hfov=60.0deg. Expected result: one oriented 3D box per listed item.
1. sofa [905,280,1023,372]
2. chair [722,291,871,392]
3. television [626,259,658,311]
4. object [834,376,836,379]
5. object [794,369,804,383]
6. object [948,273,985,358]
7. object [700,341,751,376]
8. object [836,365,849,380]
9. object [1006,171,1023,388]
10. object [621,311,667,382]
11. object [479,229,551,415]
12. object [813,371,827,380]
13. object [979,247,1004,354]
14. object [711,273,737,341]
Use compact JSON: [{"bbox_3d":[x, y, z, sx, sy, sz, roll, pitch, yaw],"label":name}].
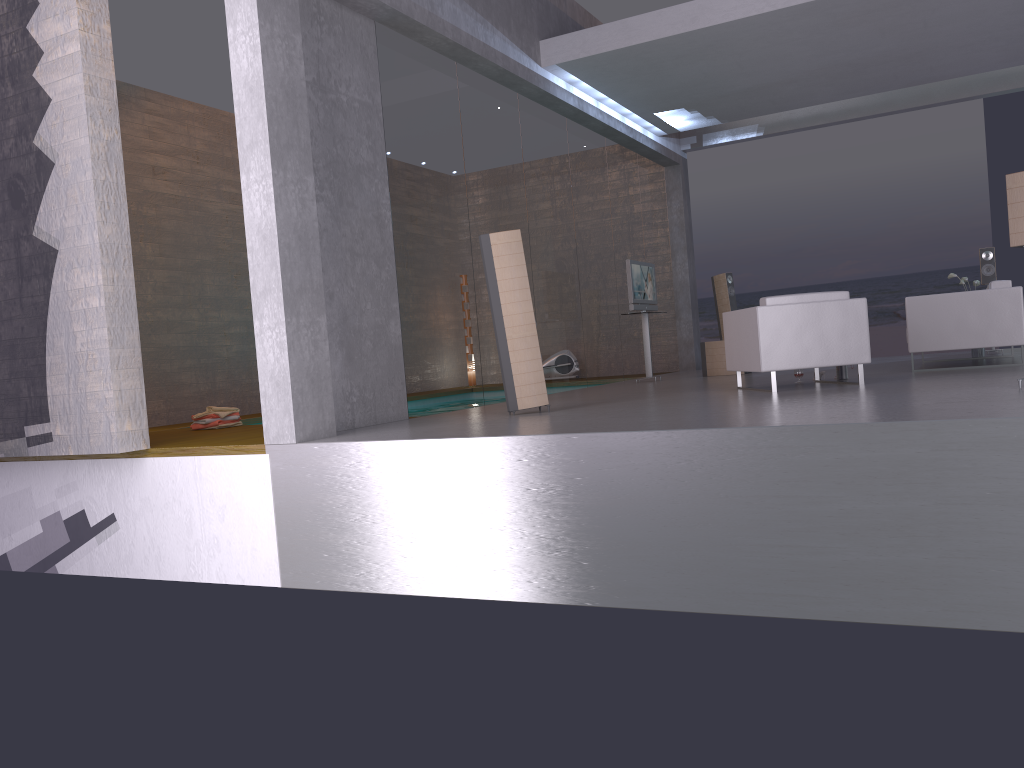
[{"bbox_3d":[4.839,-0.627,9.504,1.026,0.824,2.353,-4,2,27],"label":"sofa"},{"bbox_3d":[2.483,-0.376,7.857,0.936,0.808,1.026,-5,2,-3],"label":"chair"},{"bbox_3d":[1.722,-1.289,11.698,0.054,0.644,1.000,-4,2,27],"label":"television"},{"bbox_3d":[3.160,-0.093,8.541,0.079,0.087,0.235,-5,2,5],"label":"object"},{"bbox_3d":[2.761,-0.133,8.544,0.091,0.233,0.091,-6,2,-35],"label":"object"},{"bbox_3d":[5.601,-0.843,10.750,0.400,1.051,0.387,-5,2,-25],"label":"object"},{"bbox_3d":[2.867,-0.355,11.880,0.604,0.459,0.514,-4,2,27],"label":"object"},{"bbox_3d":[3.088,-0.256,8.326,0.109,0.435,0.109,-6,2,-36],"label":"object"},{"bbox_3d":[3.345,-0.663,5.585,0.243,1.363,0.333,-6,2,-32],"label":"object"},{"bbox_3d":[1.785,-0.513,11.724,0.360,0.958,0.818,-4,2,27],"label":"object"},{"bbox_3d":[0.010,-0.491,7.124,0.444,1.473,0.244,-5,2,-18],"label":"object"},{"bbox_3d":[2.990,-0.082,8.638,0.079,0.087,0.235,-5,2,-6],"label":"object"},{"bbox_3d":[6.176,-1.068,11.438,0.243,1.363,0.333,-4,2,33],"label":"object"},{"bbox_3d":[3.281,-0.945,13.513,0.244,1.469,0.444,-6,2,-38],"label":"object"}]
